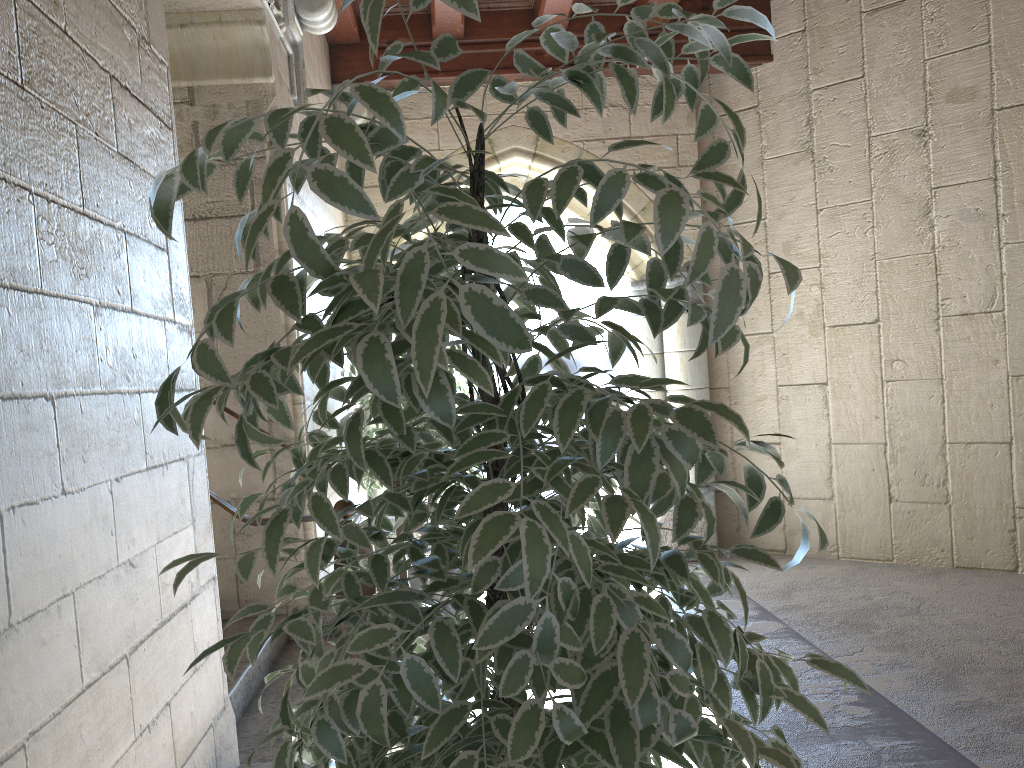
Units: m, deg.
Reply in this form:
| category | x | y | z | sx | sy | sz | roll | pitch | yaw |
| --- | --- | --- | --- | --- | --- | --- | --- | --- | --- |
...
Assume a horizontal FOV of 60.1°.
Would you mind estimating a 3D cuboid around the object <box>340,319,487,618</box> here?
| category | x | y | z | sx | sy | sz | roll | pitch | yaw |
| --- | --- | --- | --- | --- | --- | --- | --- | --- | --- |
| object | -0.441 | 0.399 | 4.379 | 0.786 | 1.621 | 0.750 | -5 | 3 | -8 |

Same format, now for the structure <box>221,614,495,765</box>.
| category | x | y | z | sx | sy | sz | roll | pitch | yaw |
| --- | --- | --- | --- | --- | --- | --- | --- | --- | --- |
| structure | -1.244 | 0.881 | 2.578 | 2.572 | 0.811 | 1.459 | -4 | 1 | -4 |

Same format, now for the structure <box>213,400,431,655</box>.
| category | x | y | z | sx | sy | sz | roll | pitch | yaw |
| --- | --- | --- | --- | --- | --- | --- | --- | --- | --- |
| structure | -0.751 | 0.609 | 3.314 | 0.887 | 1.264 | 0.472 | -4 | 3 | -4 |

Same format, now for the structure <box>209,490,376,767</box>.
| category | x | y | z | sx | sy | sz | roll | pitch | yaw |
| --- | --- | --- | --- | --- | --- | --- | --- | --- | --- |
| structure | -0.653 | 0.613 | 1.909 | 0.887 | 1.264 | 0.475 | -4 | 3 | -4 |

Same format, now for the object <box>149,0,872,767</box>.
| category | x | y | z | sx | sy | sz | roll | pitch | yaw |
| --- | --- | --- | --- | --- | --- | --- | --- | --- | --- |
| object | -0.007 | 0.393 | 1.055 | 0.787 | 1.621 | 0.749 | -3 | 3 | 27 |
